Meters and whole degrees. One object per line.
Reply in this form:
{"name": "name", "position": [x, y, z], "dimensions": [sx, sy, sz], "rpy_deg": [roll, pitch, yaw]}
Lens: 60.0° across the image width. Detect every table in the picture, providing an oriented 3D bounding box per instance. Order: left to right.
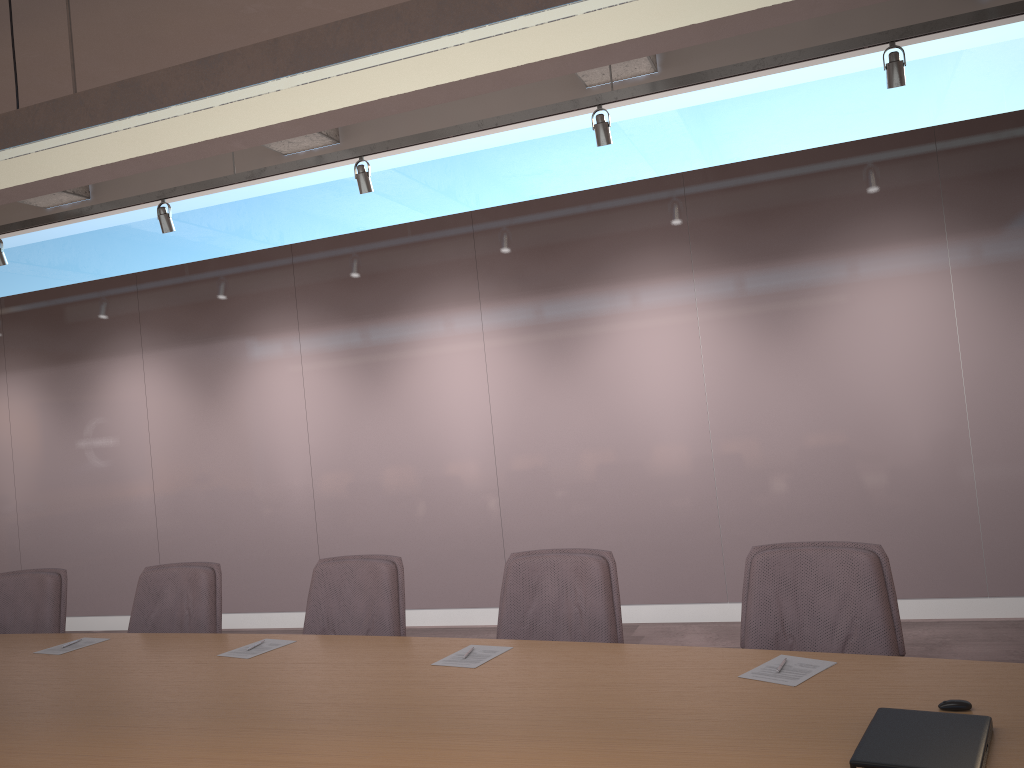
{"name": "table", "position": [-2.523, 1.495, 3.088], "dimensions": [8.000, 0.748, 1.885], "rpy_deg": [-6, -2, 20]}

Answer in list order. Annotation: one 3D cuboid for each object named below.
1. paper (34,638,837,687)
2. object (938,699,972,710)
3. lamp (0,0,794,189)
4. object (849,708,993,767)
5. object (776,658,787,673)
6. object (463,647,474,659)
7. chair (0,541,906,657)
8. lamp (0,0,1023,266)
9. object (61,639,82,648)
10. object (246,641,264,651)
{"name": "paper", "position": [-2.471, 1.112, 3.077], "dimensions": [6.800, 0.001, 1.713], "rpy_deg": [-6, -2, 20]}
{"name": "object", "position": [1.000, 0.723, 2.002], "dimensions": [0.070, 0.019, 0.039], "rpy_deg": [-6, -2, 13]}
{"name": "lamp", "position": [-2.461, -1.482, 3.056], "dimensions": [6.974, 1.864, 0.200], "rpy_deg": [-6, -2, 20]}
{"name": "object", "position": [0.835, 0.729, 1.800], "dimensions": [0.231, 0.026, 0.325], "rpy_deg": [-7, -2, 32]}
{"name": "object", "position": [0.740, 0.769, 2.430], "dimensions": [0.009, 0.009, 0.125], "rpy_deg": [-7, -2, 28]}
{"name": "object", "position": [-0.140, 0.871, 2.881], "dimensions": [0.009, 0.009, 0.125], "rpy_deg": [-6, -2, 12]}
{"name": "chair", "position": [-2.629, 1.405, 3.135], "dimensions": [9.673, 0.948, 3.001], "rpy_deg": [-6, -2, 20]}
{"name": "lamp", "position": [-2.598, -1.740, 3.063], "dimensions": [12.467, 1.321, 5.699], "rpy_deg": [-6, -2, 20]}
{"name": "object", "position": [-1.802, 1.062, 3.634], "dimensions": [0.009, 0.009, 0.125], "rpy_deg": [-6, -2, 10]}
{"name": "object", "position": [-0.945, 0.965, 3.277], "dimensions": [0.009, 0.009, 0.125], "rpy_deg": [-6, -2, 14]}
